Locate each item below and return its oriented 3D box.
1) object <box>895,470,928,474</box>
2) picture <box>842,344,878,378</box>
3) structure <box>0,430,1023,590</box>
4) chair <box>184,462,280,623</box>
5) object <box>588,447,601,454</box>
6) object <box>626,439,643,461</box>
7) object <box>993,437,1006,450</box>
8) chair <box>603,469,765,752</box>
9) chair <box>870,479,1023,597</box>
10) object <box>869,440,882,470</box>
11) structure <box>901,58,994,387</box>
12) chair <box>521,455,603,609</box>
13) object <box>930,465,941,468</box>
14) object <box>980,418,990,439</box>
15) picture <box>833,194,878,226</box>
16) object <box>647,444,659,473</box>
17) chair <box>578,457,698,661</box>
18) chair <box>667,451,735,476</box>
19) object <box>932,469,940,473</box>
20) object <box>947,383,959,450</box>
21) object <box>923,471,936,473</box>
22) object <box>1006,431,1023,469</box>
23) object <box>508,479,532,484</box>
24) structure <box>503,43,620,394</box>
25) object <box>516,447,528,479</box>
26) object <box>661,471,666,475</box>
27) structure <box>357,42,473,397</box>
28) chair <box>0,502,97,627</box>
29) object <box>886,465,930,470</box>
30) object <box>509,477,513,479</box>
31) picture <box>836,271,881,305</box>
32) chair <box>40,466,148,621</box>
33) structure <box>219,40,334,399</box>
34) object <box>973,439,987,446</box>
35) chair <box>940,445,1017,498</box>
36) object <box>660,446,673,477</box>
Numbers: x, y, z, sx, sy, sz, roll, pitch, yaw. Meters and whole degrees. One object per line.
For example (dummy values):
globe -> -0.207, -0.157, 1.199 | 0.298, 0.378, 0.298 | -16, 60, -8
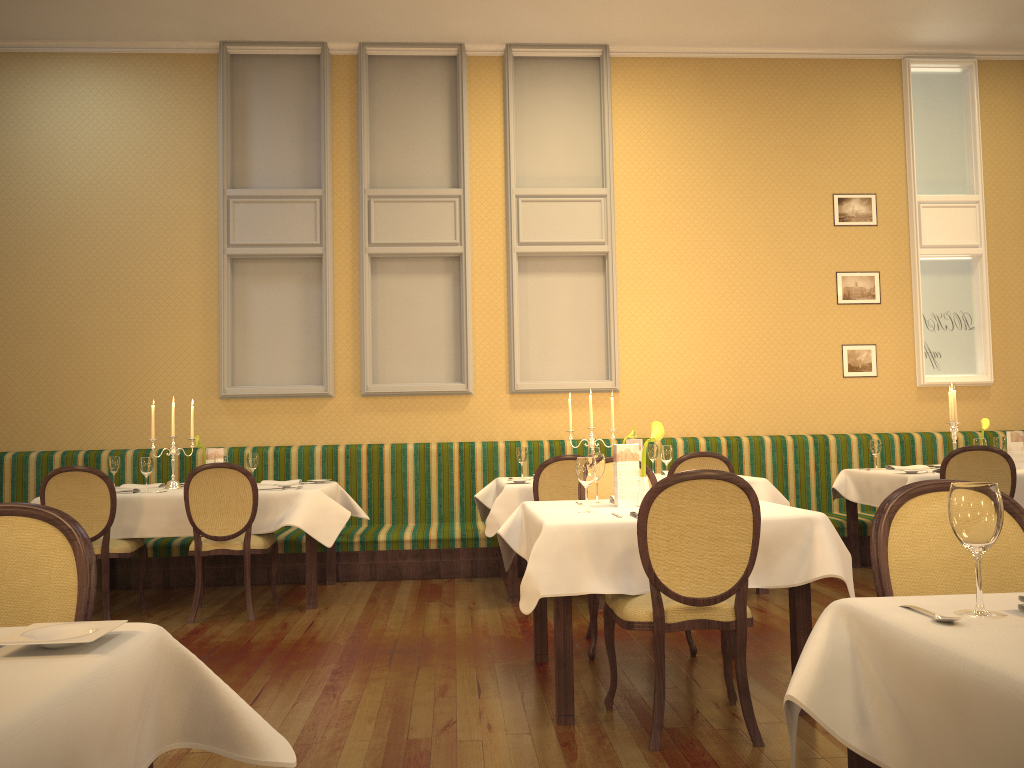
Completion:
object -> 2.748, 0.606, 6.100 | 0.160, 0.024, 0.160 | -1, -3, -4
picture -> 3.085, -0.206, 7.867 | 0.313, 0.294, 0.008 | -1, -3, -4
structure -> 1.468, 0.957, 7.294 | 14.516, 1.031, 0.850 | -1, -3, -4
chair -> -1.773, 0.961, 5.543 | 0.530, 0.955, 0.571 | -1, -3, -4
object -> 0.556, 0.542, 5.975 | 0.088, 0.229, 0.088 | -4, -4, 44
object -> 0.837, 0.529, 6.252 | 0.081, 0.277, 0.166 | 1, -4, -32
object -> 3.752, 0.522, 6.818 | 0.088, 0.229, 0.088 | -4, -4, 38
chair -> 0.633, 0.784, 3.275 | 0.530, 0.955, 0.571 | -1, -3, -4
chair -> 1.110, 0.698, 1.917 | 0.530, 0.955, 0.571 | -1, -3, -4
object -> 2.773, 0.539, 6.756 | 0.088, 0.229, 0.088 | -4, -4, 44
structure -> 3.912, -1.469, 8.013 | 0.687, 2.985, 0.200 | -1, -3, -4
chair -> 0.330, 0.925, 5.687 | 0.530, 0.955, 0.571 | -1, -3, -4
object -> 3.290, 0.635, 6.818 | 0.160, 0.024, 0.160 | -1, -3, -4
object -> 3.459, 0.437, 6.498 | 0.076, 0.375, 0.163 | -2, -3, 18
picture -> 3.074, -1.560, 7.944 | 0.401, 0.294, 0.008 | -1, -3, -4
object -> 1.054, 0.568, 6.635 | 0.088, 0.229, 0.088 | -4, -4, 44
chair -> 0.601, 0.854, 4.516 | 0.530, 0.955, 0.571 | -1, -3, -4
chair -> 1.164, 0.911, 5.742 | 0.530, 0.955, 0.571 | -1, -3, -4
object -> 3.068, 0.598, 6.117 | 0.273, 0.033, 0.142 | -1, -3, -4
object -> 3.240, 0.306, 6.508 | 0.131, 0.655, 0.390 | -2, -3, 10
object -> 2.901, 0.610, 6.159 | 0.038, 0.015, 0.181 | -1, -3, -2
object -> 3.674, 0.481, 6.444 | 0.166, 0.277, 0.081 | 2, -4, -42
object -> 0.051, 0.652, 5.918 | 0.160, 0.024, 0.160 | -1, -3, -4
structure -> 0.426, -1.468, 7.780 | 0.956, 3.103, 0.200 | -1, -3, -4
object -> 0.075, 0.585, 6.573 | 0.088, 0.229, 0.088 | -4, -4, 44
object -> 1.262, 0.664, 6.632 | 0.273, 0.033, 0.142 | -1, -3, -4
structure -> -0.842, -1.446, 7.694 | 0.956, 3.103, 0.200 | -1, -3, -4
chair -> -1.131, 0.737, 1.765 | 0.530, 0.955, 0.571 | -1, -3, -4
object -> 2.994, 0.633, 6.712 | 0.273, 0.033, 0.142 | -1, -3, -4
object -> -0.011, 0.694, 6.567 | 0.038, 0.015, 0.181 | -1, -3, -2
picture -> 3.089, -0.856, 7.905 | 0.401, 0.294, 0.008 | -1, -3, -4
chair -> -2.607, 0.976, 5.489 | 0.530, 0.955, 0.571 | -1, -3, -4
structure -> -2.022, -1.426, 7.614 | 0.956, 3.103, 0.200 | -1, -3, -4
object -> 3.253, 0.495, 6.158 | 0.088, 0.229, 0.088 | -4, -4, 44
chair -> 3.056, 0.878, 5.865 | 0.530, 0.955, 0.571 | -2, -3, 21
object -> 1.046, 0.533, 5.998 | 0.088, 0.229, 0.088 | -4, -4, 44
